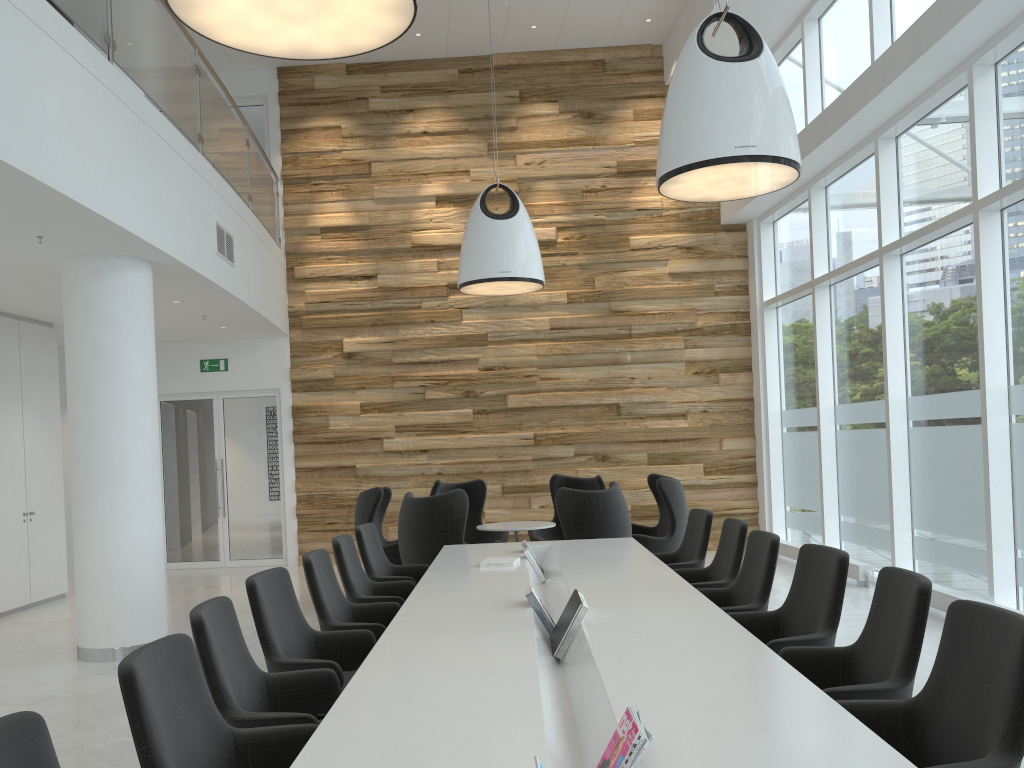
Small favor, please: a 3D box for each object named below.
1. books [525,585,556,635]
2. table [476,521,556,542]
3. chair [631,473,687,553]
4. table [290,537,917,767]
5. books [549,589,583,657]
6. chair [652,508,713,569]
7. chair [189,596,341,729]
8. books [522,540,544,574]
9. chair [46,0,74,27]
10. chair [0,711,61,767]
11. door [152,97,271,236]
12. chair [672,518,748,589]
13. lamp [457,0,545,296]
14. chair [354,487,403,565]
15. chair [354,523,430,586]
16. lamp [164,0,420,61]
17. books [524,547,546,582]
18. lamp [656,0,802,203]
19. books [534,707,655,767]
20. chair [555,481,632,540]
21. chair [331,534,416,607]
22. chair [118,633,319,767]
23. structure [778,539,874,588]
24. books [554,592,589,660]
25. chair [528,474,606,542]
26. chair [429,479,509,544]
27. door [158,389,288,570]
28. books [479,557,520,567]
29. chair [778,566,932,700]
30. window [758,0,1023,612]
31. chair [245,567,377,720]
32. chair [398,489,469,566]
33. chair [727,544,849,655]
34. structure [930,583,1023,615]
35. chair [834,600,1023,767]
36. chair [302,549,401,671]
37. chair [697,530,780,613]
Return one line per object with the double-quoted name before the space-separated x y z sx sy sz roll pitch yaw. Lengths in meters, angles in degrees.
"books" 0.146 1.115 4.335 0.153 0.238 0.191 -2 -1 0
"table" 0.056 1.768 8.934 0.800 0.696 0.799 -3 -2 25
"chair" 1.305 1.494 8.965 0.917 1.152 0.915 -2 -1 -10
"table" 0.212 1.404 3.789 1.500 0.738 6.567 -2 -4 0
"books" 0.240 1.065 3.978 0.139 0.229 0.357 -2 -3 0
"chair" 1.195 1.434 6.622 0.674 0.966 0.686 -2 -1 -5
"chair" -0.873 1.305 3.375 0.674 0.966 0.686 -2 -1 -5
"books" 0.150 1.256 6.432 0.153 0.241 0.183 -2 -1 0
"chair" -3.423 -2.499 5.921 0.913 1.152 0.919 -2 -1 -9
"chair" -0.839 1.200 1.824 0.674 0.966 0.686 -2 -1 0
"door" -4.131 -2.654 12.073 1.805 2.401 0.132 -2 0 3
"chair" 1.225 1.374 5.746 0.674 0.966 0.686 -2 -1 0
"lamp" -0.182 -2.779 8.925 0.885 3.646 0.883 -2 0 39
"chair" -1.115 1.595 8.947 0.917 1.152 0.915 -2 -1 -10
"chair" -0.827 1.515 6.554 0.674 0.966 0.686 -3 -1 5
"lamp" -0.841 -3.140 3.103 0.883 3.646 0.885 -2 0 -45
"books" 0.155 1.241 6.094 0.139 0.223 0.162 -2 -1 0
"lamp" 1.266 -3.068 5.514 0.885 3.646 0.883 -2 0 43
"books" 0.198 0.963 2.054 0.231 0.275 0.597 -3 -3 20
"chair" 0.633 1.453 7.924 0.913 1.152 0.919 -1 -2 -40
"chair" -0.833 1.461 5.741 0.674 0.966 0.686 -2 -1 0
"chair" -0.792 1.252 2.638 0.674 0.966 0.686 -2 -1 0
"structure" 3.328 1.941 9.795 0.150 0.213 2.694 -2 -4 -4
"books" 0.257 1.084 3.997 0.158 0.241 0.353 -2 -3 0
"chair" 0.645 1.588 9.955 0.915 1.152 0.917 -3 -1 20
"chair" -0.520 1.637 9.957 0.913 1.152 0.919 -1 -2 -40
"door" -3.963 1.304 12.083 1.805 2.401 0.132 -2 0 3
"books" -0.078 1.169 5.823 0.224 0.026 0.264 -3 -4 10
"chair" 1.276 1.216 3.411 0.674 0.966 0.686 -3 -1 5
"window" -16.904 -0.274 8.349 63.036 6.137 30.801 -6 -5 40
"chair" -0.890 1.358 4.160 0.674 0.966 0.686 -3 -1 5
"chair" -0.550 1.505 7.956 0.915 1.152 0.917 -3 -1 20
"chair" 1.259 1.269 4.196 0.674 0.966 0.686 -2 -1 -5
"structure" 3.474 1.724 6.637 0.150 0.213 2.694 -2 -4 -1
"chair" 1.212 1.168 2.649 0.674 0.966 0.686 -2 -1 0
"chair" -0.826 1.406 4.921 0.674 0.966 0.686 -2 -1 0
"chair" 1.178 1.322 4.932 0.674 0.966 0.686 -2 -1 0
